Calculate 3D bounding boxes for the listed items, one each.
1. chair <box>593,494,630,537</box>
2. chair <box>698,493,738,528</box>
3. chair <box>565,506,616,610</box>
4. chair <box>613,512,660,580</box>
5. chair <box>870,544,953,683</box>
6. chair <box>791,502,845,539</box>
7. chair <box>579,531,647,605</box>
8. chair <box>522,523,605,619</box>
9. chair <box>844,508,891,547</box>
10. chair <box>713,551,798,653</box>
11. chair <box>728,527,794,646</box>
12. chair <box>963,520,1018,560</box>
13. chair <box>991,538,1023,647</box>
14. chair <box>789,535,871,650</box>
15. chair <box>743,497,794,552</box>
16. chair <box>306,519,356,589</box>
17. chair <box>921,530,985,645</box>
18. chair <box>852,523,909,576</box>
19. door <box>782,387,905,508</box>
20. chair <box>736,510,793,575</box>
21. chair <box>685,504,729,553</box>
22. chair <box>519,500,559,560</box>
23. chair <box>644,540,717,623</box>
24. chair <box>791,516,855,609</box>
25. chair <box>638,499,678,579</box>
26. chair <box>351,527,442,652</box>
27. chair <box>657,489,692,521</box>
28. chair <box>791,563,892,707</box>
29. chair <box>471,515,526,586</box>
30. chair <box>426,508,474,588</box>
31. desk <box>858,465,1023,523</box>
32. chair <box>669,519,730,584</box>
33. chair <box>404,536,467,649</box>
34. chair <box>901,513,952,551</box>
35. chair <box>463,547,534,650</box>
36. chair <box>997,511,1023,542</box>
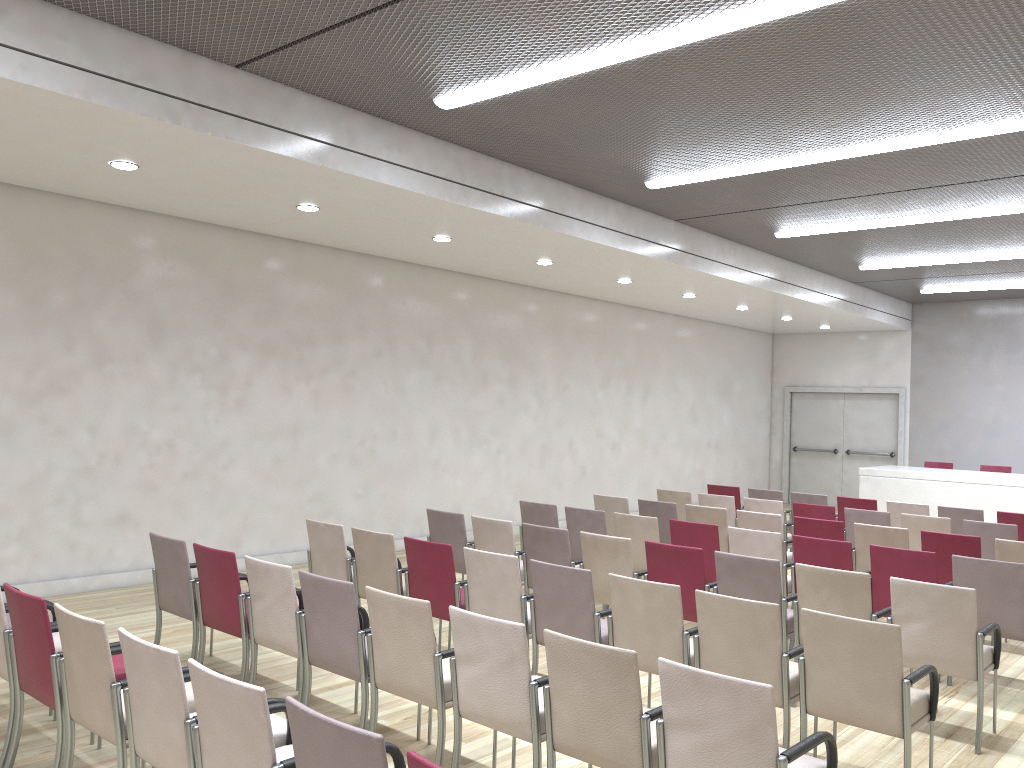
[{"bbox_3d":[1.213,1.629,9.511,0.513,0.890,0.640,1,-2,42],"label":"chair"},{"bbox_3d":[2.443,1.687,10.070,0.513,0.890,0.640,1,-2,41],"label":"chair"},{"bbox_3d":[0.829,1.582,8.221,0.513,0.890,0.640,1,-2,41],"label":"chair"},{"bbox_3d":[1.238,1.586,7.865,0.513,0.890,0.640,1,-2,41],"label":"chair"},{"bbox_3d":[2.904,1.606,6.410,0.513,0.890,0.640,1,-2,41],"label":"chair"},{"bbox_3d":[3.285,1.697,9.354,0.513,0.890,0.640,1,-2,41],"label":"chair"},{"bbox_3d":[0.843,1.538,6.565,0.513,0.890,0.640,1,-2,41],"label":"chair"},{"bbox_3d":[0.427,1.533,6.933,0.513,0.890,0.640,1,-2,42],"label":"chair"},{"bbox_3d":[3.687,1.702,8.981,0.513,0.890,0.640,1,-2,42],"label":"chair"},{"bbox_3d":[1.668,1.548,5.861,0.513,0.890,0.640,1,-2,41],"label":"chair"},{"bbox_3d":[2.066,1.596,7.142,0.513,0.890,0.640,1,-2,41],"label":"chair"},{"bbox_3d":[4.514,1.711,8.255,0.513,0.890,0.640,1,-2,41],"label":"chair"},{"bbox_3d":[4.113,1.663,6.984,0.513,0.890,0.640,1,-2,41],"label":"chair"},{"bbox_3d":[2.470,1.601,6.778,0.513,0.890,0.640,1,-2,42],"label":"chair"},{"bbox_3d":[2.861,1.692,9.720,0.513,0.890,0.640,1,-2,40],"label":"chair"},{"bbox_3d":[-1.208,1.471,6.739,0.513,0.890,0.640,1,-2,42],"label":"chair"},{"bbox_3d":[3.701,1.659,7.348,0.513,0.890,0.640,1,-2,41],"label":"chair"},{"bbox_3d":[3.290,1.654,7.707,0.513,0.890,0.640,1,-2,41],"label":"chair"},{"bbox_3d":[6.534,1.272,17.542,2.373,2.400,0.200,1,-2,41],"label":"door"},{"bbox_3d":[2.462,1.644,8.419,0.513,0.890,0.640,1,-2,42],"label":"chair"},{"bbox_3d":[2.048,1.639,8.797,0.513,0.890,0.640,1,-2,40],"label":"chair"},{"bbox_3d":[0.416,1.577,8.592,0.513,0.890,0.640,1,-2,41],"label":"chair"},{"bbox_3d":[1.265,1.544,6.222,0.513,0.890,0.640,1,-2,41],"label":"chair"},{"bbox_3d":[2.880,1.649,8.052,0.513,0.890,0.640,1,-2,40],"label":"chair"},{"bbox_3d":[1.633,1.634,9.146,0.513,0.890,0.640,1,-2,41],"label":"chair"},{"bbox_3d":[-0.800,1.476,6.379,0.513,0.890,0.640,1,-2,41],"label":"chair"},{"bbox_3d":[2.037,1.683,10.441,0.513,0.890,0.640,1,-2,40],"label":"chair"},{"bbox_3d":[2.078,1.553,5.492,0.513,0.890,0.640,1,-2,41],"label":"chair"},{"bbox_3d":[0.012,1.528,7.294,0.513,0.890,0.640,1,-2,42],"label":"chair"},{"bbox_3d":[-0.388,1.524,7.664,0.513,0.890,0.640,1,-2,42],"label":"chair"},{"bbox_3d":[7.143,1.850,12.924,3.652,1.042,1.456,1,-2,41],"label":"desk"},{"bbox_3d":[1.664,1.592,7.505,0.513,0.890,0.640,1,-2,41],"label":"chair"},{"bbox_3d":[-0.381,1.481,6.011,0.513,0.890,0.640,1,-2,41],"label":"chair"},{"bbox_3d":[4.102,1.707,8.633,0.513,0.890,0.640,1,-2,41],"label":"chair"},{"bbox_3d":[0.037,1.486,5.661,0.513,0.890,0.640,1,-2,41],"label":"chair"},{"bbox_3d":[5.327,1.764,9.180,0.513,0.890,0.640,1,-2,41],"label":"chair"}]
